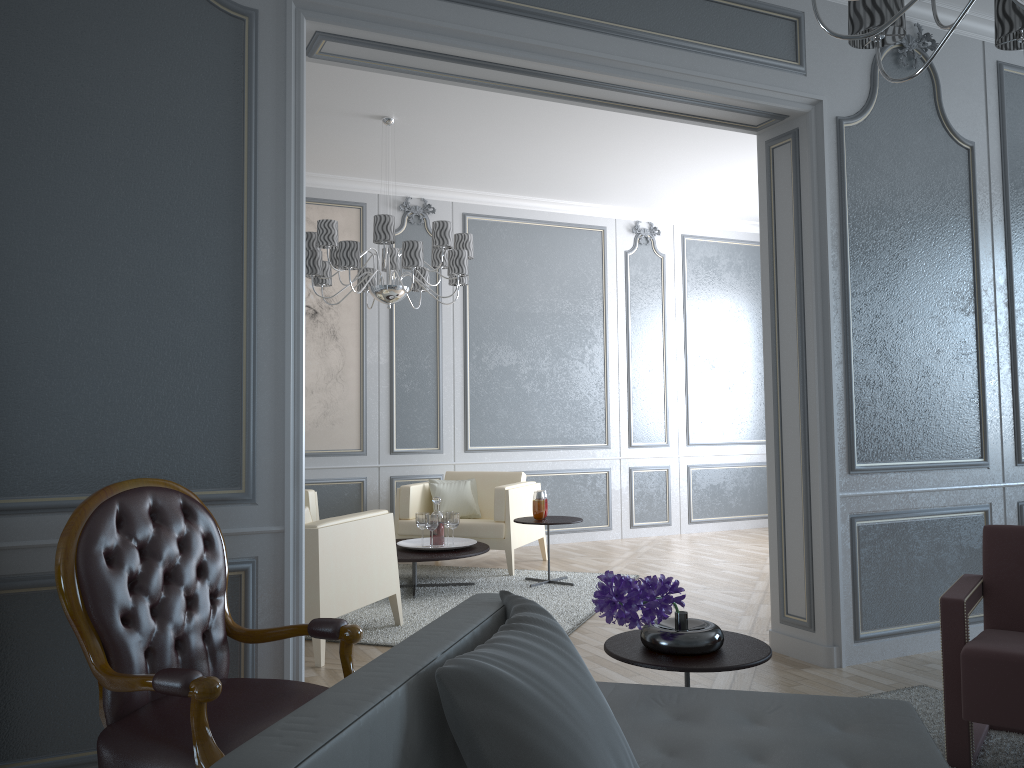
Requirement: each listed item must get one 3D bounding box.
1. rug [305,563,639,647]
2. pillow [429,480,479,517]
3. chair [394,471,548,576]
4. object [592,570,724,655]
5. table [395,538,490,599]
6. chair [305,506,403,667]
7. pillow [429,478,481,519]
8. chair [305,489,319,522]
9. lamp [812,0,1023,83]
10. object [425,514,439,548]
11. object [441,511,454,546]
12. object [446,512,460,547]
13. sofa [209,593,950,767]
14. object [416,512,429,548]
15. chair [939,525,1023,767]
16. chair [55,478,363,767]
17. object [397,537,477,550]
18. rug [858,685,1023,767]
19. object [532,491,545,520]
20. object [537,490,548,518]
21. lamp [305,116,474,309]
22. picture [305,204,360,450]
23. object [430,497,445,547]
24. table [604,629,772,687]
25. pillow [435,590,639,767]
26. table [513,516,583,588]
[{"bbox_3d":[-0.493,1.176,4.880,2.000,0.010,1.998,-2,-3,20],"label":"rug"},{"bbox_3d":[-0.398,0.789,6.039,0.312,0.245,0.163,1,-4,-31],"label":"pillow"},{"bbox_3d":[-0.279,0.918,6.015,0.855,0.621,0.736,-2,-3,20],"label":"chair"},{"bbox_3d":[0.362,0.543,2.136,0.206,0.221,0.425,-3,-3,34],"label":"object"},{"bbox_3d":[-0.569,1.076,5.180,0.882,0.239,0.881,1,-3,-28],"label":"table"},{"bbox_3d":[-1.041,0.839,4.025,0.855,0.621,0.736,-2,-3,20],"label":"chair"},{"bbox_3d":[-0.393,0.793,6.127,0.351,0.276,0.184,0,-3,-20],"label":"pillow"},{"bbox_3d":[-1.673,0.906,5.352,0.737,0.621,0.854,-2,-3,20],"label":"chair"},{"bbox_3d":[0.983,-1.173,1.572,0.976,1.121,0.975,2,-4,-37],"label":"lamp"},{"bbox_3d":[-0.462,0.851,5.117,0.080,0.196,0.080,1,-4,-22],"label":"object"},{"bbox_3d":[-0.383,0.857,5.271,0.080,0.196,0.080,2,-5,-42],"label":"object"},{"bbox_3d":[-0.346,0.853,5.196,0.080,0.196,0.080,2,-5,-42],"label":"object"},{"bbox_3d":[0.178,0.652,0.899,0.810,0.668,2.202,-1,-3,15],"label":"sofa"},{"bbox_3d":[-0.524,0.855,5.193,0.080,0.196,0.080,2,-5,-42],"label":"object"},{"bbox_3d":[1.508,0.729,2.408,0.576,0.621,0.606,-3,-4,34],"label":"chair"},{"bbox_3d":[-0.694,0.641,2.083,0.575,0.829,0.572,-2,-4,24],"label":"chair"},{"bbox_3d":[-0.438,0.941,5.189,0.468,0.028,0.467,0,-3,-13],"label":"object"},{"bbox_3d":[1.234,0.995,1.276,2.018,0.010,3.201,1,-3,-25],"label":"rug"},{"bbox_3d":[0.159,0.723,5.267,0.075,0.166,0.075,2,-4,-36],"label":"object"},{"bbox_3d":[0.178,0.726,5.352,0.075,0.166,0.075,-2,-4,24],"label":"object"},{"bbox_3d":[-0.722,-0.993,5.149,0.976,1.121,0.975,2,-4,-37],"label":"lamp"},{"bbox_3d":[-1.644,-0.411,6.180,1.199,1.753,0.001,1,-4,-25],"label":"picture"},{"bbox_3d":[-0.440,0.807,5.209,0.086,0.290,0.086,0,-3,-4],"label":"object"},{"bbox_3d":[0.441,0.850,2.218,0.414,0.385,0.414,2,-4,-38],"label":"table"},{"bbox_3d":[0.063,0.492,1.169,0.253,0.354,0.422,-1,-3,12],"label":"pillow"},{"bbox_3d":[0.218,0.997,5.263,0.414,0.385,0.414,-2,-3,22],"label":"table"}]
